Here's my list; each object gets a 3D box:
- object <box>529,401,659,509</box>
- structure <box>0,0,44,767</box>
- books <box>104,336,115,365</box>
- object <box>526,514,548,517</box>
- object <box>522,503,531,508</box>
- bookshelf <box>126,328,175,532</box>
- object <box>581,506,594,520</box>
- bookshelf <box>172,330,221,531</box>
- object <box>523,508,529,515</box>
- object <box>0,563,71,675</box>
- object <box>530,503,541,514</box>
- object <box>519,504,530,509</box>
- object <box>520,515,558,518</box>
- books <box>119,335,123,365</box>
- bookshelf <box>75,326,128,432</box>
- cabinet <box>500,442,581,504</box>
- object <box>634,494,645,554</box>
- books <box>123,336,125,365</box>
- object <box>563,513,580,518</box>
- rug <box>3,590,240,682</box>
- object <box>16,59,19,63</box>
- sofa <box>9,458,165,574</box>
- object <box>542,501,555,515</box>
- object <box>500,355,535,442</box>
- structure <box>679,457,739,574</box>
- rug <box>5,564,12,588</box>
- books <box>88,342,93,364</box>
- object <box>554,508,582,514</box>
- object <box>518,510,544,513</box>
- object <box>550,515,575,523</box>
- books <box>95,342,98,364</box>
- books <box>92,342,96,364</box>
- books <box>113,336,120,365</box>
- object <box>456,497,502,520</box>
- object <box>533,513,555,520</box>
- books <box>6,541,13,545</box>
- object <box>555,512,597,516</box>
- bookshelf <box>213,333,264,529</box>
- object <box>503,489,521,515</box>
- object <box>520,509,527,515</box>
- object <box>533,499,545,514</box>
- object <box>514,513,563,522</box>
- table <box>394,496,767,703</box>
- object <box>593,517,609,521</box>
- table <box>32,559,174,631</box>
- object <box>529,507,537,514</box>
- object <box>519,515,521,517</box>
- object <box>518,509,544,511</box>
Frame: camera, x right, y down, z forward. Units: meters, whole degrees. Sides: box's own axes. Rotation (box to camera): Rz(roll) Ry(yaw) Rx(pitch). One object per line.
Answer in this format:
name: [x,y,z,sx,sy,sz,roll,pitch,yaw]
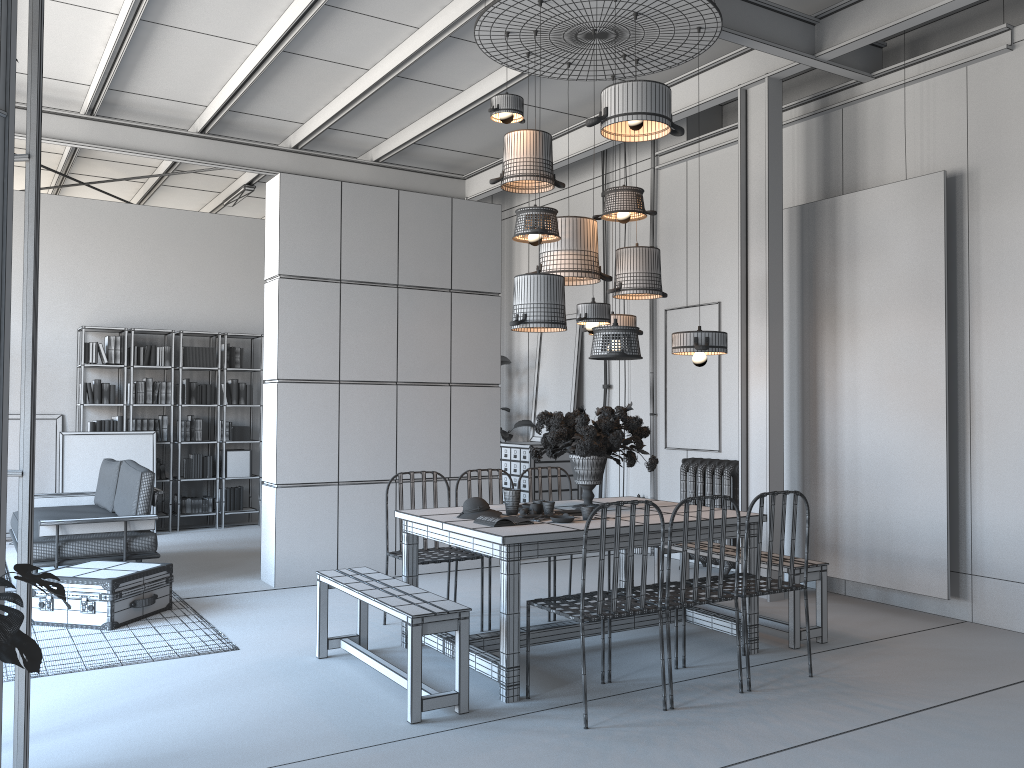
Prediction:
object: [0.453,0.431,5.466,0.697,0.654,0.782,1,-2,-29]
structure: [-2.565,-0.254,1.722,2.994,3.454,2.452,1,-2,-32]
books: [-4.461,-0.372,9.822,0.068,0.318,0.319,1,-2,-32]
object: [0.147,0.720,4.865,0.174,0.019,0.021,1,-2,-34]
object: [0.125,0.728,5.247,0.135,0.029,0.135,2,-2,-39]
bookshelf: [-4.124,0.530,10.049,0.455,2.276,0.455,1,-2,-32]
object: [0.410,0.704,4.835,0.071,0.076,0.071,0,-2,15]
bookshelf: [-3.690,0.540,10.324,0.455,2.276,0.455,1,-2,-32]
object: [0.070,0.711,4.928,0.051,0.045,0.045,-1,-2,36]
object: [-1.757,0.959,2.232,1.125,1.001,0.920,1,-2,-34]
object: [0.131,0.700,4.959,0.065,0.064,0.065,-1,-2,43]
object: [0.100,0.734,5.242,0.211,0.024,0.211,0,-2,11]
object: [0.158,0.720,4.835,0.249,0.017,0.024,1,-2,-22]
books: [-4.363,-0.373,9.864,0.027,0.326,0.272,1,-2,-32]
bookshelf: [-4.550,0.521,9.806,0.455,2.276,0.455,1,-2,-32]
cabinet: [0.251,1.162,9.716,0.668,1.026,0.796,1,-2,-32]
object: [1.252,1.395,8.649,0.206,0.647,0.173,0,-2,4]
books: [-4.339,-0.371,9.892,0.033,0.326,0.303,1,-2,-32]
object: [0.324,0.724,4.872,0.054,0.037,0.121,-1,-2,37]
rug: [-3.063,1.541,5.659,1.961,0.007,2.524,1,-2,-32]
object: [-2.667,-0.626,2.178,2.486,4.154,2.243,-1,-2,30]
sofa: [-3.565,1.105,7.337,0.952,0.948,2.347,1,-2,-32]
object: [0.205,0.694,4.948,0.071,0.076,0.071,0,-2,-7]
object: [-0.428,0.595,10.158,1.270,2.157,0.868,1,-2,-31]
structure: [1.736,1.146,7.609,0.328,1.007,0.733,1,-2,-32]
rug: [-5.347,1.578,7.391,1.961,0.007,2.524,1,-2,-32]
books: [-4.588,-0.335,9.641,0.032,0.231,0.179,1,-2,-32]
object: [0.353,0.744,5.186,0.179,0.016,0.182,1,-2,-27]
object: [0.098,0.745,5.233,0.236,0.015,0.236,-1,-2,31]
object: [0.269,0.723,4.727,0.133,0.029,0.133,0,-2,16]
books: [-4.539,-0.336,9.672,0.022,0.236,0.186,1,-2,-32]
books: [-4.561,-0.335,9.658,0.032,0.231,0.179,1,-2,-32]
books: [-4.408,-0.372,9.855,0.056,0.315,0.317,1,-2,-32]
object: [-0.186,0.734,4.933,0.260,0.211,0.236,1,-2,-14]
object: [0.172,0.715,4.816,0.021,0.026,0.173,-1,-2,42]
books: [-5.279,0.546,8.704,0.264,2.162,2.306,-1,-2,36]
object: [0.369,0.743,5.103,0.182,0.014,0.185,-1,-2,42]
bookshelf: [-3.267,0.550,10.579,0.455,2.276,0.455,1,-2,-32]
object: [0.001,0.674,5.054,0.102,0.146,0.102,0,-2,23]
object: [0.063,0.709,4.879,0.044,0.043,0.043,-1,-2,30]
object: [0.152,0.696,5.029,0.071,0.076,0.071,1,-2,-35]
object: [0.154,0.737,4.928,0.213,0.012,0.335,-1,-2,35]
table: [0.387,1.158,5.158,1.784,0.819,1.239,1,-2,-32]
object: [0.470,0.738,4.866,0.021,0.014,0.174,2,-2,-37]
table: [-2.712,1.396,5.896,0.706,0.330,0.667,0,-2,13]
object: [0.115,0.706,4.894,0.043,0.050,0.044,1,-2,-14]
object: [0.160,0.723,4.860,0.249,0.015,0.024,1,-2,-12]
object: [0.100,0.739,5.242,0.211,0.024,0.211,1,-2,-13]
